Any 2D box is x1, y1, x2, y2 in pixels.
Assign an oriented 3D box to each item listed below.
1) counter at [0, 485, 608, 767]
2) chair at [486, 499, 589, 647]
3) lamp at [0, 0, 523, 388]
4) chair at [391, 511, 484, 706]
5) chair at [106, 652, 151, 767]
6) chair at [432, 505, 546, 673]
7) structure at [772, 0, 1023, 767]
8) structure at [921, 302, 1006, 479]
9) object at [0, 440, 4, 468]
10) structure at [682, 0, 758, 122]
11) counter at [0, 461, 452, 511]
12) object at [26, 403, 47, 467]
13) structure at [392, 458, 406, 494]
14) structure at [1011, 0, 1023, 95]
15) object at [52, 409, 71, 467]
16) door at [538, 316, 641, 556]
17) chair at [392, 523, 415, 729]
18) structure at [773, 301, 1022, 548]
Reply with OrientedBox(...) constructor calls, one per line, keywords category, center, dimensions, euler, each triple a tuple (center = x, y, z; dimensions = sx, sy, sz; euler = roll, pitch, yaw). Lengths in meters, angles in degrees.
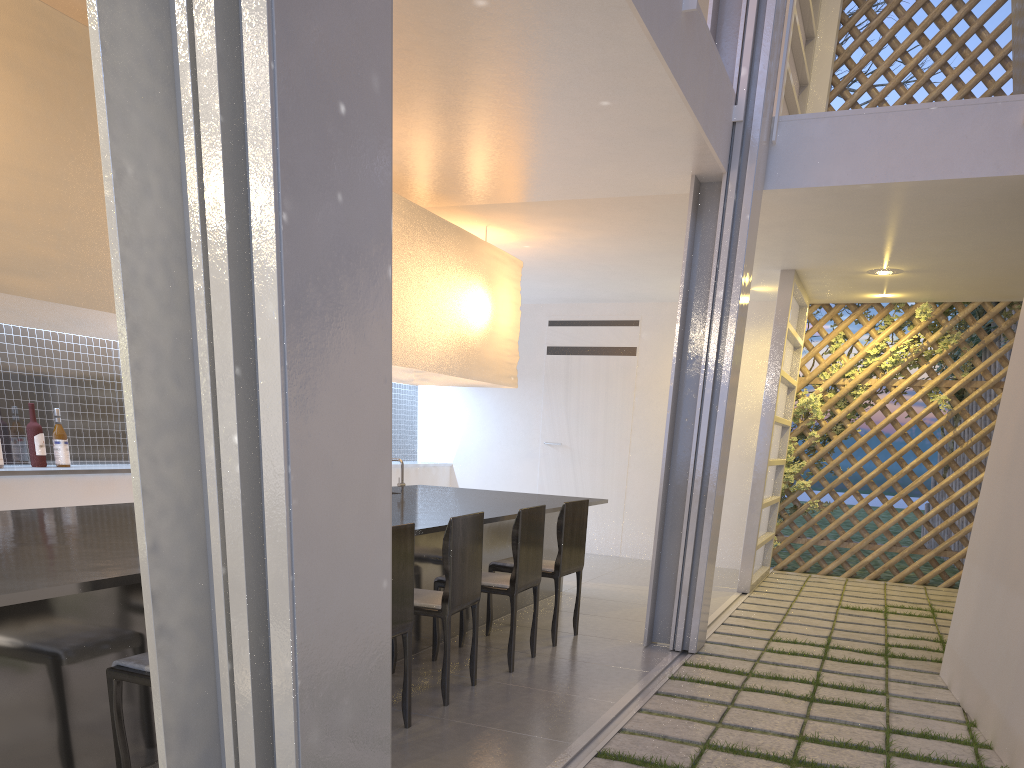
OrientedBox(category="counter", center=(-0.516, 0.532, 2.231), dimensions=(0.802, 0.395, 2.436), euler=(3, -3, 24))
OrientedBox(category="chair", center=(0.071, 0.558, 2.483), dimensions=(0.235, 0.469, 0.178), euler=(8, 15, 24))
OrientedBox(category="lamp", center=(-0.624, -0.302, 2.039), dimensions=(0.440, 0.447, 2.231), euler=(6, -1, 25))
OrientedBox(category="chair", center=(-0.217, 0.505, 1.896), dimensions=(0.237, 0.469, 0.177), euler=(7, 14, 17))
OrientedBox(category="chair", center=(-0.480, 0.453, 1.298), dimensions=(0.235, 0.469, 0.178), euler=(8, 15, 23))
OrientedBox(category="chair", center=(-0.066, 0.532, 2.187), dimensions=(0.236, 0.469, 0.177), euler=(7, 15, 19))
OrientedBox(category="structure", center=(0.938, -0.246, 1.220), dimensions=(1.171, 2.090, 1.857), euler=(6, 8, 17))
OrientedBox(category="structure", center=(2.679, -1.710, 3.796), dimensions=(1.095, 4.829, 3.122), euler=(9, 12, 22))
OrientedBox(category="object", center=(-1.483, 0.139, 2.322), dimensions=(0.045, 0.217, 0.044), euler=(10, 17, 24))
OrientedBox(category="structure", center=(0.227, -0.997, 1.172), dimensions=(0.027, 0.586, 1.645), euler=(10, 2, 25))
OrientedBox(category="counter", center=(-1.170, 0.535, 3.138), dimensions=(0.228, 0.459, 3.518), euler=(9, -1, 25))
OrientedBox(category="object", center=(-1.435, 0.156, 2.478), dimensions=(0.044, 0.207, 0.042), euler=(7, 16, 14))
OrientedBox(category="structure", center=(-0.426, 0.318, 2.849), dimensions=(0.111, 0.132, 0.032), euler=(6, 15, 21))
OrientedBox(category="structure", center=(1.894, -1.545, 2.493), dimensions=(0.529, 2.013, 1.181), euler=(8, 12, 18))
OrientedBox(category="object", center=(-1.393, 0.168, 2.536), dimensions=(0.042, 0.194, 0.038), euler=(1, 16, -6))
OrientedBox(category="door", center=(-1.189, 0.070, 2.169), dimensions=(0.460, 1.259, 5.401), euler=(14, 4, 37))
OrientedBox(category="chair", center=(-0.342, 0.480, 1.595), dimensions=(0.236, 0.469, 0.177), euler=(7, 15, 20))
OrientedBox(category="structure", center=(1.777, -0.061, 3.751), dimensions=(1.124, 2.135, 0.271), euler=(7, 17, 20))
